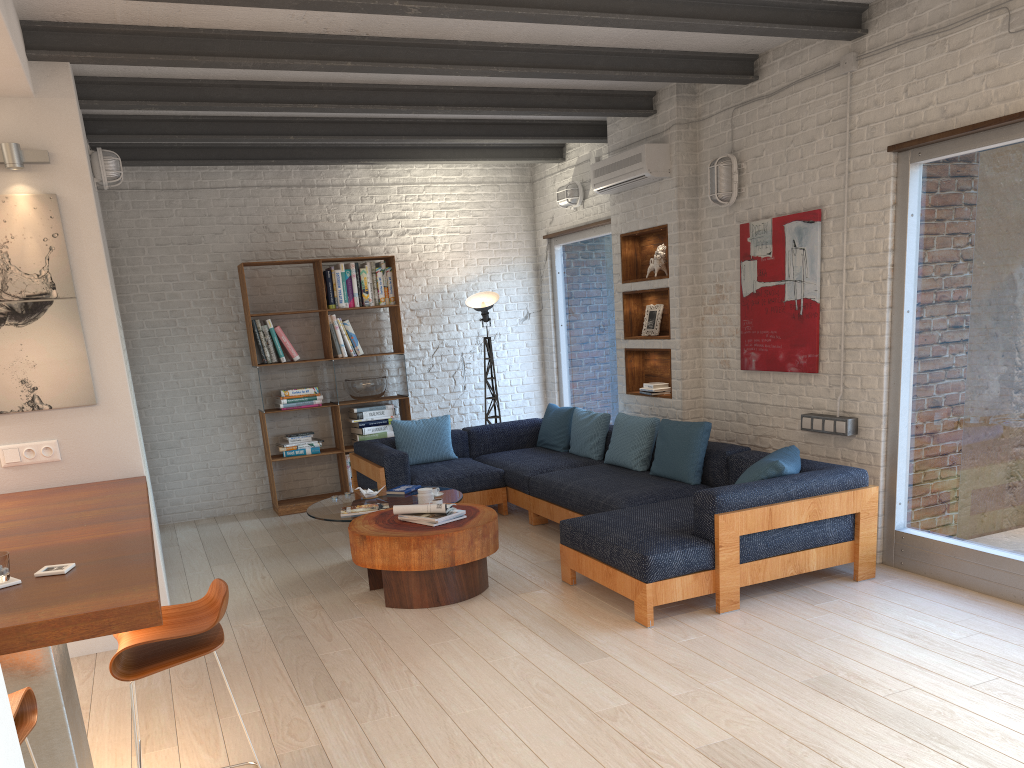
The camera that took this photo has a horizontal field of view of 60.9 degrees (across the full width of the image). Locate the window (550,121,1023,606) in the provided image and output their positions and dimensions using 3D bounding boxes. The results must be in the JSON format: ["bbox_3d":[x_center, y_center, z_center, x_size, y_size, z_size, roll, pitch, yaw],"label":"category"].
[{"bbox_3d":[2.952,-2.072,2.811,0.640,6.612,12.066,-10,9,-23],"label":"window"}]

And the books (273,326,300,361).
[{"bbox_3d":[-2.020,-0.359,7.755,0.193,0.330,0.248,-9,12,-22],"label":"books"}]

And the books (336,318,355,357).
[{"bbox_3d":[-1.541,-0.422,7.921,0.123,0.361,0.265,-10,12,-22],"label":"books"}]

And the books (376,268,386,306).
[{"bbox_3d":[-1.226,-0.880,7.944,0.055,0.341,0.248,-10,12,-23],"label":"books"}]

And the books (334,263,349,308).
[{"bbox_3d":[-1.530,-0.875,7.820,0.036,0.397,0.237,-10,13,-23],"label":"books"}]

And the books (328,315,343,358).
[{"bbox_3d":[-1.631,-0.431,7.896,0.100,0.397,0.237,-10,13,-23],"label":"books"}]

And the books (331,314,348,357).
[{"bbox_3d":[-1.587,-0.433,7.889,0.102,0.397,0.237,-10,13,-23],"label":"books"}]

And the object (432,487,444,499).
[{"bbox_3d":[-0.526,0.760,6.045,0.153,0.059,0.266,-8,6,-30],"label":"object"}]

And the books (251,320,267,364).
[{"bbox_3d":[-2.232,-0.367,7.644,0.090,0.398,0.237,-10,13,-23],"label":"books"}]

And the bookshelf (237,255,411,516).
[{"bbox_3d":[-1.641,0.016,7.956,1.305,2.279,0.354,-9,15,-21],"label":"bookshelf"}]

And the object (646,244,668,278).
[{"bbox_3d":[1.107,-0.935,6.643,0.112,0.251,0.210,-8,11,-15],"label":"object"}]

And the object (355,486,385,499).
[{"bbox_3d":[-1.012,0.763,6.230,0.187,0.094,0.188,-4,7,3],"label":"object"}]

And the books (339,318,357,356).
[{"bbox_3d":[-1.524,-0.424,7.937,0.123,0.361,0.265,-10,12,-22],"label":"books"}]

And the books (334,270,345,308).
[{"bbox_3d":[-1.569,-0.843,7.806,0.055,0.341,0.248,-10,12,-23],"label":"books"}]

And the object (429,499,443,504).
[{"bbox_3d":[-0.481,0.761,5.543,0.144,0.058,0.172,-8,7,-33],"label":"object"}]

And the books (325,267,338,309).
[{"bbox_3d":[-1.613,-0.854,7.804,0.020,0.371,0.265,-10,12,-23],"label":"books"}]

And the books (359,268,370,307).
[{"bbox_3d":[-1.361,-0.864,7.881,0.055,0.341,0.248,-10,12,-23],"label":"books"}]

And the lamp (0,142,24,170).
[{"bbox_3d":[-2.316,-1.056,4.042,0.080,0.108,0.077,-3,11,6],"label":"lamp"}]

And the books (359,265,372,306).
[{"bbox_3d":[-1.332,-0.883,7.905,0.020,0.371,0.265,-10,12,-23],"label":"books"}]

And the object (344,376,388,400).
[{"bbox_3d":[-1.353,0.044,8.119,0.403,0.208,0.388,-2,7,19],"label":"object"}]

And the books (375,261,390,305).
[{"bbox_3d":[-1.186,-0.912,7.960,0.036,0.397,0.237,-10,13,-23],"label":"books"}]

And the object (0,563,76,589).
[{"bbox_3d":[-1.573,0.595,2.684,0.393,0.036,0.193,-6,5,-18],"label":"object"}]

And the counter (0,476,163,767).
[{"bbox_3d":[-2.193,1.086,3.315,1.670,0.950,2.443,-7,7,-23],"label":"counter"}]

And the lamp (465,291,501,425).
[{"bbox_3d":[0.007,0.049,8.282,0.861,1.910,0.490,6,17,38],"label":"lamp"}]

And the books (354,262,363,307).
[{"bbox_3d":[-1.411,-0.888,7.871,0.036,0.397,0.237,-10,13,-23],"label":"books"}]

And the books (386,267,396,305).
[{"bbox_3d":[-1.146,-0.890,7.999,0.055,0.341,0.248,-10,12,-23],"label":"books"}]

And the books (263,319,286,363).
[{"bbox_3d":[-2.098,-0.380,7.693,0.120,0.394,0.237,-10,13,-22],"label":"books"}]

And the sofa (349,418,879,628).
[{"bbox_3d":[0.319,0.790,6.272,2.060,0.682,3.866,-7,5,-23],"label":"sofa"}]

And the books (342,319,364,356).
[{"bbox_3d":[-1.474,-0.420,7.944,0.156,0.340,0.248,-9,12,-22],"label":"books"}]

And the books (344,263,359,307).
[{"bbox_3d":[-1.441,-0.884,7.849,0.036,0.397,0.237,-10,13,-23],"label":"books"}]

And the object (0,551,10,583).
[{"bbox_3d":[-1.566,0.560,2.643,0.091,0.087,0.088,-5,9,-7],"label":"object"}]

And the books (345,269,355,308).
[{"bbox_3d":[-1.491,-0.853,7.857,0.055,0.341,0.248,-10,12,-23],"label":"books"}]

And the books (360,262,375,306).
[{"bbox_3d":[-1.312,-0.900,7.924,0.036,0.397,0.237,-10,13,-23],"label":"books"}]

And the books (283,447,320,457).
[{"bbox_3d":[-1.927,0.609,7.982,0.325,0.057,0.248,-5,5,-12],"label":"books"}]

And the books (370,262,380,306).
[{"bbox_3d":[-1.273,-0.903,7.926,0.036,0.397,0.237,-10,13,-23],"label":"books"}]

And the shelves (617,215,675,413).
[{"bbox_3d":[1.123,-0.519,6.793,0.190,1.477,0.747,-10,14,-23],"label":"shelves"}]

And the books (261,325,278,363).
[{"bbox_3d":[-2.160,-0.352,7.707,0.101,0.345,0.248,-10,12,-23],"label":"books"}]

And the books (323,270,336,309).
[{"bbox_3d":[-1.648,-0.836,7.795,0.055,0.341,0.248,-10,12,-23],"label":"books"}]

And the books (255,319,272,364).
[{"bbox_3d":[-2.201,-0.372,7.665,0.090,0.398,0.237,-10,13,-23],"label":"books"}]

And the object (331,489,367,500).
[{"bbox_3d":[-1.191,0.800,6.351,0.295,0.028,0.067,-9,7,-44],"label":"object"}]

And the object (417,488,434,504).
[{"bbox_3d":[-0.576,0.755,5.824,0.108,0.112,0.104,-5,10,-6],"label":"object"}]
